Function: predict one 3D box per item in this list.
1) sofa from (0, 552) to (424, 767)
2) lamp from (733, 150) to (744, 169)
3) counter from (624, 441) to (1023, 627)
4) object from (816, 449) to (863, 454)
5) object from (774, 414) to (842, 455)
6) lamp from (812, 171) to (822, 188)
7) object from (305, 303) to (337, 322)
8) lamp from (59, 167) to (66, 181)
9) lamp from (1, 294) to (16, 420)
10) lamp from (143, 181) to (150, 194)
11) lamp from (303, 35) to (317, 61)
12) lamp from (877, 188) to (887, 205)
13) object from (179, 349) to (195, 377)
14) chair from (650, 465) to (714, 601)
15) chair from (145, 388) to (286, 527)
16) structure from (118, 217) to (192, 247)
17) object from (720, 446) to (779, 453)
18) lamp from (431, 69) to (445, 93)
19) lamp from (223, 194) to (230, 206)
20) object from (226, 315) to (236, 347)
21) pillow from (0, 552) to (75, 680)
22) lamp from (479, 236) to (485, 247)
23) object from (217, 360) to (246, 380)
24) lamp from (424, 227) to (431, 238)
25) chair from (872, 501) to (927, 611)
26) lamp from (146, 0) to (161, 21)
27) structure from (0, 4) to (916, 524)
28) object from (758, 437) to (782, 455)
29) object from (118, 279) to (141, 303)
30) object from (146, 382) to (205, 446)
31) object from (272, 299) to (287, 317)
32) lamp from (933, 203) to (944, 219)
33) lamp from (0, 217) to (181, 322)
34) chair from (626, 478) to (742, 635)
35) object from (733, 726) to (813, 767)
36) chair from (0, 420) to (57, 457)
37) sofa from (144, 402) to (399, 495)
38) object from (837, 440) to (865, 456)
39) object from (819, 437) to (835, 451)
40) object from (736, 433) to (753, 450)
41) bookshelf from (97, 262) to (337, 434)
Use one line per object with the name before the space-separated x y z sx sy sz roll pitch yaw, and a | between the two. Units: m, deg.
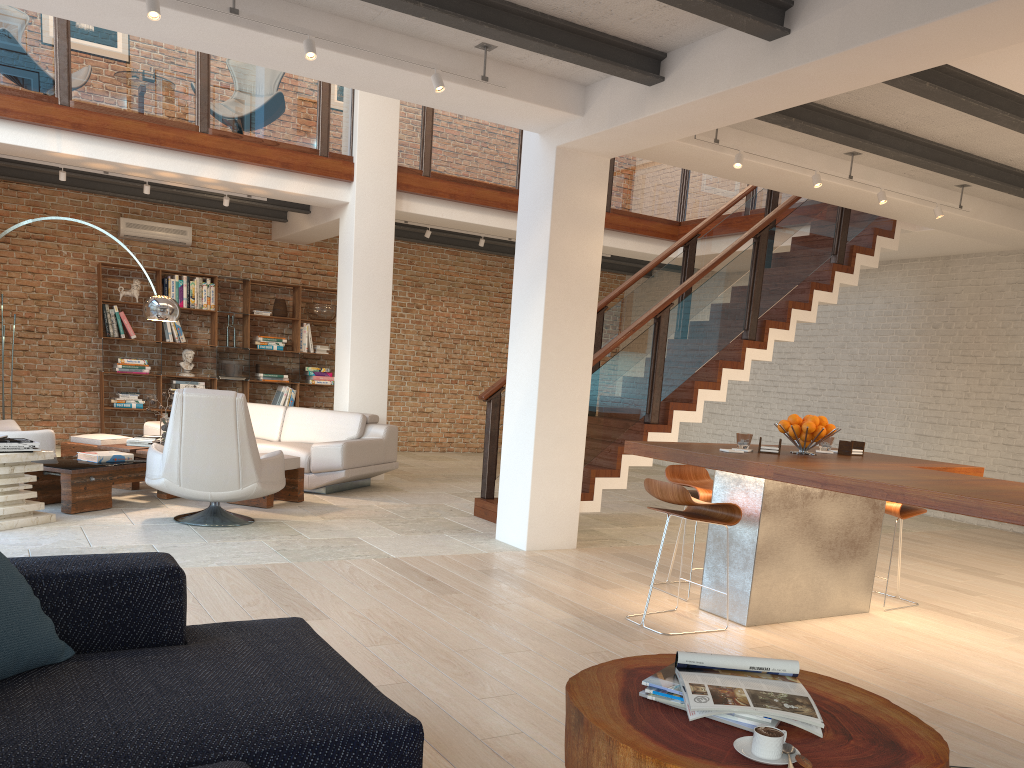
sofa | -0.113 0.910 1.148 2.081 0.674 3.873 3 1 -31
lamp | 1.554 -1.537 5.974 0.059 0.132 0.085 7 8 19
counter | 1.972 0.894 4.469 1.687 0.940 2.447 2 3 -31
object | 1.939 0.397 5.180 0.287 0.035 0.201 4 1 -31
object | 1.666 0.285 4.930 0.360 0.227 0.361 6 4 24
lamp | 2.228 -1.492 6.369 0.061 0.132 0.084 -1 9 -29
object | -2.561 -0.954 11.719 0.437 0.224 0.428 5 3 10
lamp | -4.258 -1.986 8.259 0.061 0.124 0.084 -1 9 -29
lamp | -5.567 -0.156 9.409 0.197 1.864 0.410 10 12 29
lamp | -3.619 -1.940 8.641 0.061 0.132 0.084 -1 9 -29
lamp | -1.026 -1.706 4.426 0.061 0.132 0.084 -1 9 -29
lamp | 2.867 -1.450 6.750 0.061 0.132 0.084 -1 9 -29
object | -4.098 -0.270 10.994 0.196 0.358 0.188 2 9 -15
chair | 1.132 0.901 5.354 0.404 0.793 0.412 -1 10 -31
chair | -2.192 0.534 6.413 1.029 1.040 0.948 3 6 -14
structure | -4.346 -1.847 10.629 0.813 0.224 0.195 3 6 -31
object | 1.288 0.355 4.781 0.396 0.035 0.194 4 1 -27
lamp | -0.407 -1.665 4.798 0.085 0.132 0.058 8 10 28
lamp | -2.964 -1.904 9.043 0.061 0.118 0.092 0 8 -24
object | -3.592 -0.675 11.142 0.121 0.409 0.060 -1 12 -28
pillow | -1.400 0.564 2.092 0.375 0.335 0.556 6 4 19
lamp | -0.366 -1.726 10.584 0.061 0.132 0.084 -1 9 -29
object | -3.638 -0.182 11.252 0.336 0.238 0.278 2 5 -31
lamp | -0.984 -1.767 10.212 0.085 0.132 0.058 8 10 28
chair | 2.347 0.987 5.465 0.422 0.793 0.394 -1 10 -31
lamp | -1.664 -1.753 4.043 0.061 0.124 0.084 -1 9 -29
structure | 0.997 -0.839 6.169 10.160 4.231 13.583 3 2 -31
object | 1.422 0.340 4.808 0.114 0.084 0.092 5 5 14
object | -4.588 -1.125 10.460 0.252 0.290 0.127 1 9 -23
object | -2.868 0.277 7.584 0.313 0.621 0.535 9 8 30
object | -3.031 -0.990 11.389 0.192 0.238 0.190 6 7 16
lamp | 3.485 -1.410 7.122 0.085 0.132 0.058 8 10 28
lamp | -4.022 -0.298 7.980 2.029 2.409 0.310 5 11 5
chair | 0.885 0.891 4.592 0.422 0.793 0.394 -1 10 -31
object | 0.583 0.806 1.945 0.146 0.057 0.172 2 2 -42
chair | -4.403 0.367 7.113 1.010 1.022 0.978 9 8 43
sofa | -2.440 0.610 8.896 2.316 0.775 1.127 5 4 19
object | 2.004 0.378 5.149 0.114 0.084 0.092 2 6 -31
object | 1.858 0.354 5.165 0.091 0.086 0.089 0 7 -34
object | 1.277 0.316 4.804 0.091 0.086 0.089 2 6 -16
bookshelf | -3.643 -0.231 11.257 3.034 2.251 0.355 2 10 -30
